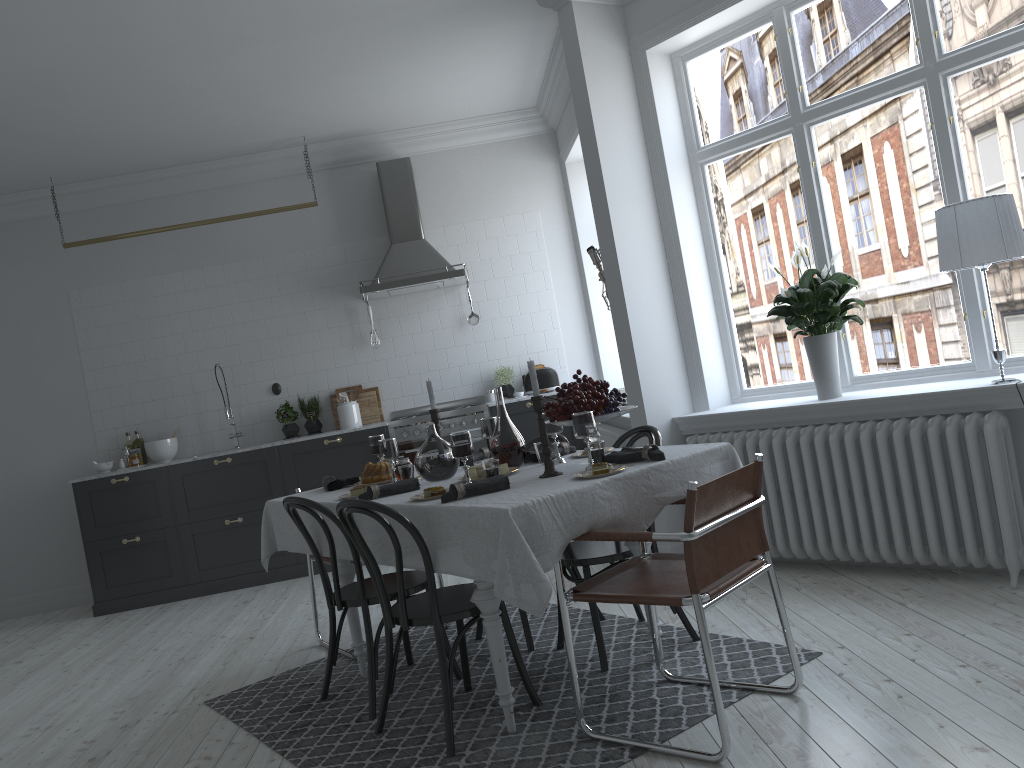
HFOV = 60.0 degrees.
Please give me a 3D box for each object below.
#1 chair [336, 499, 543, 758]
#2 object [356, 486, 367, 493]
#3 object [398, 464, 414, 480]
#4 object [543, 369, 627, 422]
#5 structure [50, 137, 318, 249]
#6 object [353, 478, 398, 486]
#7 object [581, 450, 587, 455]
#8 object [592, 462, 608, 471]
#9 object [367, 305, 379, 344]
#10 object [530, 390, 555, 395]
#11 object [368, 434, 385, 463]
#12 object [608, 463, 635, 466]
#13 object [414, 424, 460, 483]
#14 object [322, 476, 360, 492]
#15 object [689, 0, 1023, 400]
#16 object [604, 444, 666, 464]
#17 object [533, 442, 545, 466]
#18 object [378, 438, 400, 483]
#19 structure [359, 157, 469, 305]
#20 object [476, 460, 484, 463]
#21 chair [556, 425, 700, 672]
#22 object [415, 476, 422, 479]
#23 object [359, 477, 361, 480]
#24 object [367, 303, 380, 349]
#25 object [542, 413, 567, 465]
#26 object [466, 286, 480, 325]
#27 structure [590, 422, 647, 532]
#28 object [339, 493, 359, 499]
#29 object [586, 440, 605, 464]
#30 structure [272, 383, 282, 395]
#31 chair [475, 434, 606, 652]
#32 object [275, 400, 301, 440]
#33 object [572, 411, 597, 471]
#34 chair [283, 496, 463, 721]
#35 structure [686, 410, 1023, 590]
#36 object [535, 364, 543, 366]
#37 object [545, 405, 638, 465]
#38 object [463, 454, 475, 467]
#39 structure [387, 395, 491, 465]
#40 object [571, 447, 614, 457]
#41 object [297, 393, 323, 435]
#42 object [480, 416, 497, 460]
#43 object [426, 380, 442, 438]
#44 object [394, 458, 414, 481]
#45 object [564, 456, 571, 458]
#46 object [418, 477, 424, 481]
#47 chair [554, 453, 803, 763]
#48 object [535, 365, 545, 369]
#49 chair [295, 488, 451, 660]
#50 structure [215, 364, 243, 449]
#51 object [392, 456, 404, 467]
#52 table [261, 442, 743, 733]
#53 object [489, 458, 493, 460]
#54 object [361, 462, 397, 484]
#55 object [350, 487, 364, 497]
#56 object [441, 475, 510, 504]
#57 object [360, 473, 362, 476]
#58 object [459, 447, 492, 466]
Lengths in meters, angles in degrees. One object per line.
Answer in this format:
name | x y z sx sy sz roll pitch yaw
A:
chair | -0.295 0.812 3.288 0.463 0.909 0.564 -9 1 45
object | -0.643 0.455 3.790 0.057 0.037 0.021 -10 1 15
object | -0.442 0.391 3.747 0.066 0.094 0.066 -10 1 -15
object | 0.294 0.046 3.441 0.347 0.215 0.318 -11 1 -41
structure | -2.542 -1.490 6.880 1.988 0.556 0.053 -10 1 -3
object | -0.621 0.458 4.176 0.251 0.018 0.251 -10 1 -3
object | 0.320 0.281 3.734 0.039 0.040 0.078 -11 1 -29
object | 0.307 0.293 3.092 0.057 0.037 0.021 -10 1 18
object | -1.146 -0.498 7.258 0.066 0.332 0.024 -10 1 2
object | 0.248 0.069 7.026 0.209 0.011 0.209 -10 1 35
object | -0.651 0.361 4.372 0.083 0.215 0.083 -10 1 1
object | 0.394 0.289 3.185 0.031 0.012 0.131 -11 1 -41
object | -0.327 0.294 3.796 0.194 0.245 0.194 -11 1 -20
object | -0.882 0.482 4.292 0.247 0.061 0.165 -10 1 36
object | -10.303 0.822 2.070 72.085 19.432 33.873 -11 1 -38
object | 0.479 0.250 3.256 0.247 0.061 0.165 -10 1 36
object | 0.129 0.289 3.677 0.066 0.094 0.066 -10 1 8
object | -0.519 0.344 3.816 0.083 0.215 0.083 -10 1 1
structure | -0.852 -1.249 7.071 0.843 1.079 0.567 -10 1 -3
object | -0.133 0.369 4.292 0.031 0.012 0.131 -10 1 39
chair | 0.431 0.674 3.808 0.564 0.909 0.463 -11 1 -25
object | -0.432 0.416 3.945 0.031 0.031 0.167 -10 1 32
object | -0.707 0.470 4.480 0.182 0.013 0.182 -10 1 -3
object | -1.138 -0.475 7.226 0.074 0.381 0.076 -11 1 -23
object | 0.175 0.221 3.631 0.083 0.215 0.083 -10 1 -8
object | -0.337 -0.646 7.296 0.101 0.331 0.030 -10 1 7
structure | 0.786 0.674 6.484 0.245 0.753 1.673 -10 1 -3
object | -0.646 0.469 3.771 0.182 0.013 0.182 -10 1 12
object | 0.316 0.260 3.276 0.066 0.094 0.066 -10 1 -15
structure | -1.935 0.042 7.282 0.079 0.103 0.032 -10 1 -3
chair | 0.071 0.733 4.257 0.564 0.909 0.463 -11 1 -40
object | -1.818 0.288 7.184 0.172 0.311 0.179 -10 1 8
object | 0.272 0.209 3.202 0.083 0.215 0.083 -10 1 1
chair | -0.609 0.863 3.761 0.564 0.909 0.463 -11 1 -40
structure | 1.580 0.560 4.284 0.245 0.753 1.710 -11 1 -40
object | 0.225 -0.107 7.329 0.107 0.110 0.010 -10 1 1
object | 0.324 0.208 3.455 0.367 0.188 0.367 -10 1 38
object | -0.204 0.343 4.119 0.066 0.094 0.066 -10 1 -15
structure | -0.496 0.700 7.059 0.779 1.096 0.651 -10 1 -3
object | 0.341 0.291 3.741 0.182 0.013 0.182 -10 1 -3
object | -1.631 0.226 7.180 0.186 0.367 0.196 -10 1 42
object | -0.091 0.263 4.099 0.083 0.215 0.083 -10 1 1
object | -0.341 0.197 4.043 0.089 0.432 0.089 -10 1 19
object | -0.492 0.392 4.049 0.091 0.101 0.091 -10 1 42
object | 0.222 0.312 3.765 0.031 0.012 0.131 -10 1 39
object | -0.420 0.427 3.963 0.075 0.009 0.150 -10 1 32
chair | 0.537 0.703 2.955 0.593 0.837 0.546 -10 1 42
object | 0.223 -0.101 7.252 0.107 0.110 0.010 -10 1 1
chair | -0.746 0.912 4.634 0.546 0.837 0.593 -11 1 -32
structure | -2.265 0.178 7.043 0.100 0.692 0.266 -10 1 -3
object | -0.554 0.403 4.332 0.066 0.094 0.066 -10 1 -15
table | -0.121 0.803 3.789 1.210 0.842 2.179 -11 1 -36
object | -0.020 0.349 4.243 0.182 0.013 0.182 -10 1 -3
object | -0.637 0.419 4.168 0.191 0.105 0.164 -10 1 16
object | -0.658 0.458 3.761 0.057 0.037 0.021 -10 1 -13
object | -0.117 0.360 3.103 0.165 0.061 0.247 -10 1 36
object | -0.737 0.461 4.488 0.038 0.041 0.057 -10 1 30
object | -0.212 0.359 4.391 0.165 0.061 0.247 -10 1 36
